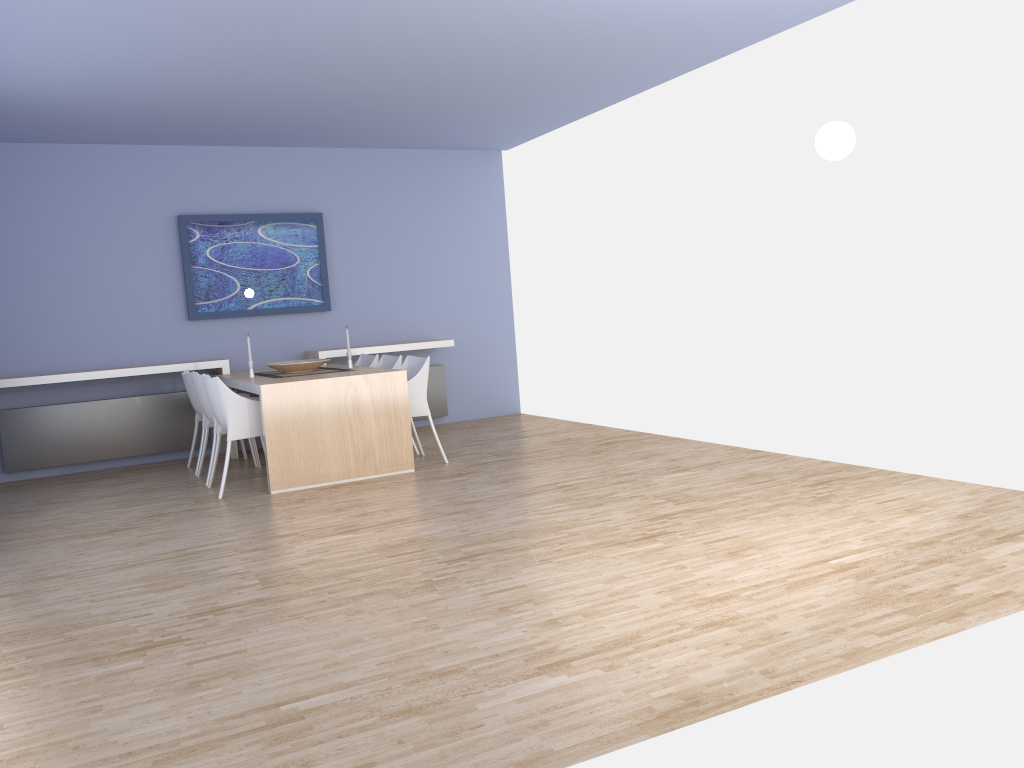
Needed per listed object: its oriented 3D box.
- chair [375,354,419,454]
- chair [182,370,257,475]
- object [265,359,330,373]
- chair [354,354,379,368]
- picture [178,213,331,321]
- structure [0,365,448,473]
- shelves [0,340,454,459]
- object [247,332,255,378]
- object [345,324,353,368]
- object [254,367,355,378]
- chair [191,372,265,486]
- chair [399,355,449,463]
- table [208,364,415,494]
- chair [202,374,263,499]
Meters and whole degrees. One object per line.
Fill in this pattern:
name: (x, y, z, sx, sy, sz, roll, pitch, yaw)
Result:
chair: (-1.089, 0.174, 7.113, 0.486, 0.793, 0.510, -7, 5, -26)
chair: (-2.358, 0.270, 7.094, 0.486, 0.793, 0.510, -7, 5, -26)
object: (-1.661, -0.134, 6.905, 0.493, 0.081, 0.493, -5, 5, -8)
chair: (-1.354, 0.150, 7.636, 0.486, 0.793, 0.510, -7, 5, -26)
picture: (-2.276, -1.062, 7.926, 1.252, 0.901, 0.049, -7, 5, -26)
structure: (-2.371, 0.261, 7.940, 3.843, 0.503, 0.064, -7, 5, -26)
shelves: (-2.355, 0.191, 7.742, 3.901, 0.840, 0.463, -7, 5, -26)
object: (-1.965, -0.221, 6.646, 0.045, 0.349, 0.045, -3, 5, 15)
object: (-1.289, -0.300, 6.984, 0.045, 0.349, 0.045, -7, 5, -26)
object: (-1.654, -0.092, 6.909, 0.594, 0.005, 0.986, -7, 5, -27)
chair: (-2.099, 0.294, 6.582, 0.486, 0.793, 0.510, -7, 5, -26)
chair: (-0.819, 0.199, 6.582, 0.486, 0.793, 0.510, -7, 5, -27)
table: (-1.684, 0.263, 7.030, 1.002, 0.718, 2.340, -7, 5, -26)
chair: (-1.839, 0.318, 6.070, 0.486, 0.793, 0.510, -7, 5, -26)
